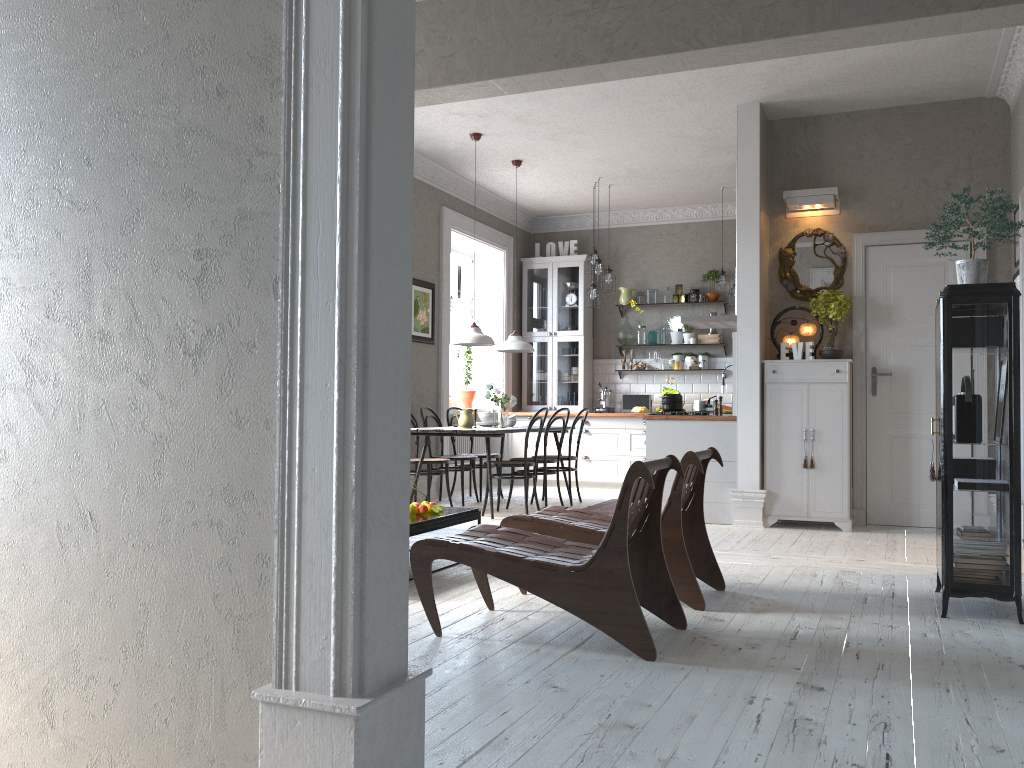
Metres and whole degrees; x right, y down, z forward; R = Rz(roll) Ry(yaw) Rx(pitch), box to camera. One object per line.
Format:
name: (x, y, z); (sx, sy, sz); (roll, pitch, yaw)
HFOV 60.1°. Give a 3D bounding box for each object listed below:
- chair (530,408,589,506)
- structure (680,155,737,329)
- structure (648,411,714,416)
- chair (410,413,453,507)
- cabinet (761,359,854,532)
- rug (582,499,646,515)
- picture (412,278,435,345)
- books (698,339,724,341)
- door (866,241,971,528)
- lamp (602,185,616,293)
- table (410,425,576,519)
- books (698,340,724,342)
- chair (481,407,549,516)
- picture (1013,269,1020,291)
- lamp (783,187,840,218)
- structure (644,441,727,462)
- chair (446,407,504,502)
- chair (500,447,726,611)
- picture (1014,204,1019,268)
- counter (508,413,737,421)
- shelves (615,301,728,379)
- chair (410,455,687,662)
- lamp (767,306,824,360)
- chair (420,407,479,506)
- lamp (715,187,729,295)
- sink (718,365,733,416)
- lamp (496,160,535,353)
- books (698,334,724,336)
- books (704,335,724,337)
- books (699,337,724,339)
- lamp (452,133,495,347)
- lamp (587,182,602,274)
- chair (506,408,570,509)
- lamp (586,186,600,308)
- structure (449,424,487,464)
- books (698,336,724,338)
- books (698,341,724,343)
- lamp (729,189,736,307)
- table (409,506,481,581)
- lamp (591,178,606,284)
chair: (0.457, 0.686, 8.474); (0.542, 0.920, 0.444); (0, -2, 20)
structure: (2.039, -1.360, 8.457); (0.702, 1.596, 0.722); (0, -2, 23)
structure: (1.464, 0.250, 7.494); (0.489, 0.031, 0.615); (0, -2, 23)
chair: (-0.816, 0.660, 7.890); (0.539, 0.920, 0.446); (0, -2, 30)
cabinet: (2.305, 0.466, 6.895); (0.656, 1.297, 0.389); (0, -2, 22)
rug: (1.079, 1.132, 8.154); (0.725, 0.014, 1.308); (0, -2, 23)
picture: (-0.888, -0.710, 8.715); (0.019, 0.619, 0.529); (0, -2, 24)
books: (2.321, -0.514, 10.347); (0.256, 0.011, 0.160); (0, -2, 28)
door: (3.130, 0.005, 6.829); (0.740, 2.183, 0.081); (0, -2, 21)
lamp: (1.038, -1.850, 9.467); (0.146, 1.735, 0.148); (0, -2, 10)
table: (-0.160, 0.767, 8.207); (0.891, 0.735, 1.948); (0, -2, 23)
books: (2.321, -0.503, 10.347); (0.256, 0.016, 0.161); (-1, -2, 31)
chair: (0.030, 0.656, 7.532); (0.542, 0.920, 0.444); (0, -2, 20)
picture: (3.606, -0.640, 6.312); (0.014, 0.331, 0.497); (0, -2, 24)
lamp: (2.393, -1.448, 7.078); (0.409, 0.171, 0.223); (0, -2, 22)
structure: (1.482, 0.614, 7.470); (0.609, 0.623, 0.631); (0, -2, 23)
chair: (-0.378, 0.690, 8.853); (0.538, 0.920, 0.447); (-1, -2, 35)
chair: (0.505, 0.673, 4.394); (1.002, 0.721, 0.515); (0, -2, 22)
picture: (3.608, -1.055, 6.321); (0.012, 0.416, 0.286); (0, -2, 24)
counter: (1.016, 0.324, 9.092); (3.114, 0.039, 3.441); (0, -2, 23)
shelves: (1.888, -0.491, 10.514); (1.297, 0.923, 0.232); (0, -2, 22)
chair: (0.156, 0.648, 3.597); (1.002, 0.721, 0.515); (0, -2, 22)
lamp: (2.263, -0.341, 7.043); (0.441, 0.558, 0.175); (0, -2, 30)
chair: (-0.593, 0.676, 8.407); (0.542, 0.920, 0.444); (0, -2, 20)
lamp: (2.266, -1.836, 9.540); (0.150, 1.735, 0.144); (2, -2, -35)
sink: (1.858, 0.176, 8.045); (0.520, 0.720, 0.493); (0, -2, 23)
lamp: (0.039, -1.238, 8.574); (0.372, 1.858, 0.386); (0, -2, 30)
books: (2.321, -0.568, 10.349); (0.256, 0.011, 0.160); (0, -2, 28)
books: (2.321, -0.557, 10.349); (0.256, 0.016, 0.161); (-1, -2, 31)
books: (2.321, -0.536, 10.348); (0.256, 0.011, 0.160); (0, -2, 28)
lamp: (-0.326, -1.264, 7.743); (0.386, 1.858, 0.372); (1, -2, -30)
lamp: (0.878, -2.035, 9.368); (0.146, 1.735, 0.148); (0, -2, 10)
chair: (0.243, 0.672, 8.031); (0.539, 0.920, 0.446); (0, -2, 30)
lamp: (0.878, -1.691, 9.530); (0.148, 1.735, 0.145); (1, -2, -10)
structure: (-0.536, 0.659, 9.926); (0.146, 0.428, 1.240); (0, -2, 22)
books: (2.321, -0.547, 10.348); (0.256, 0.016, 0.161); (-1, -2, 35)
books: (2.321, -0.493, 10.347); (0.256, 0.016, 0.161); (-1, -2, 35)
lamp: (2.437, -1.710, 9.614); (0.147, 1.735, 0.146); (1, -2, -5)
table: (-0.845, 0.891, 4.942); (0.836, 0.303, 1.330); (0, -2, 23)
lamp: (0.900, -1.910, 9.181); (0.149, 1.735, 0.144); (1, -2, -20)
